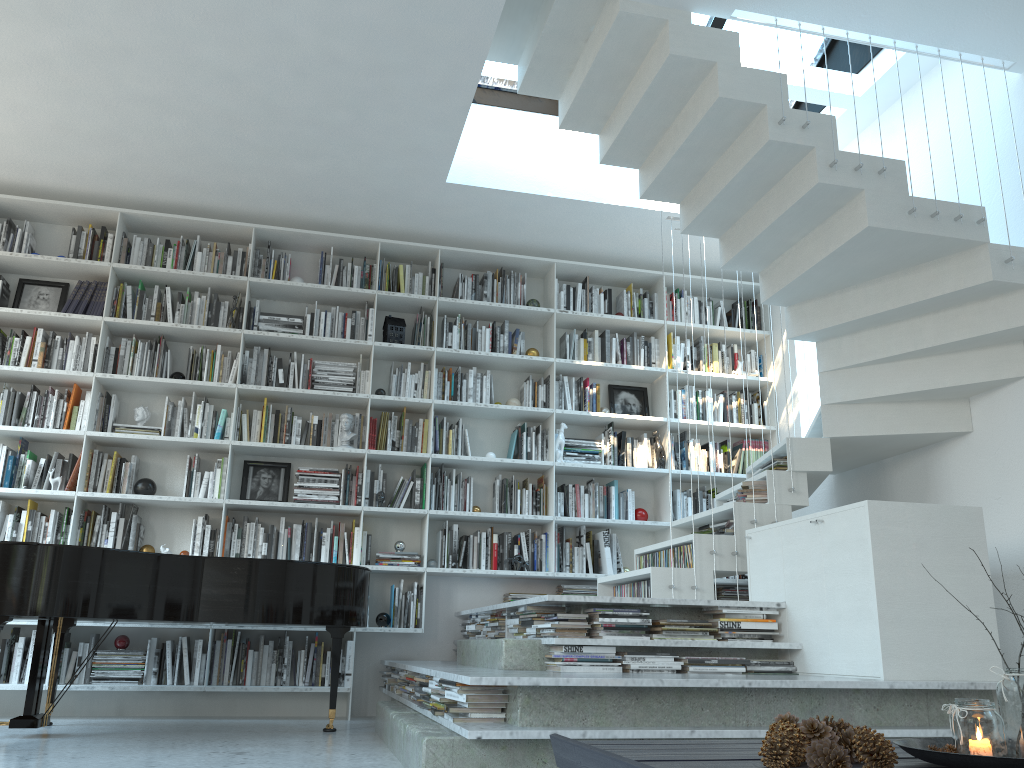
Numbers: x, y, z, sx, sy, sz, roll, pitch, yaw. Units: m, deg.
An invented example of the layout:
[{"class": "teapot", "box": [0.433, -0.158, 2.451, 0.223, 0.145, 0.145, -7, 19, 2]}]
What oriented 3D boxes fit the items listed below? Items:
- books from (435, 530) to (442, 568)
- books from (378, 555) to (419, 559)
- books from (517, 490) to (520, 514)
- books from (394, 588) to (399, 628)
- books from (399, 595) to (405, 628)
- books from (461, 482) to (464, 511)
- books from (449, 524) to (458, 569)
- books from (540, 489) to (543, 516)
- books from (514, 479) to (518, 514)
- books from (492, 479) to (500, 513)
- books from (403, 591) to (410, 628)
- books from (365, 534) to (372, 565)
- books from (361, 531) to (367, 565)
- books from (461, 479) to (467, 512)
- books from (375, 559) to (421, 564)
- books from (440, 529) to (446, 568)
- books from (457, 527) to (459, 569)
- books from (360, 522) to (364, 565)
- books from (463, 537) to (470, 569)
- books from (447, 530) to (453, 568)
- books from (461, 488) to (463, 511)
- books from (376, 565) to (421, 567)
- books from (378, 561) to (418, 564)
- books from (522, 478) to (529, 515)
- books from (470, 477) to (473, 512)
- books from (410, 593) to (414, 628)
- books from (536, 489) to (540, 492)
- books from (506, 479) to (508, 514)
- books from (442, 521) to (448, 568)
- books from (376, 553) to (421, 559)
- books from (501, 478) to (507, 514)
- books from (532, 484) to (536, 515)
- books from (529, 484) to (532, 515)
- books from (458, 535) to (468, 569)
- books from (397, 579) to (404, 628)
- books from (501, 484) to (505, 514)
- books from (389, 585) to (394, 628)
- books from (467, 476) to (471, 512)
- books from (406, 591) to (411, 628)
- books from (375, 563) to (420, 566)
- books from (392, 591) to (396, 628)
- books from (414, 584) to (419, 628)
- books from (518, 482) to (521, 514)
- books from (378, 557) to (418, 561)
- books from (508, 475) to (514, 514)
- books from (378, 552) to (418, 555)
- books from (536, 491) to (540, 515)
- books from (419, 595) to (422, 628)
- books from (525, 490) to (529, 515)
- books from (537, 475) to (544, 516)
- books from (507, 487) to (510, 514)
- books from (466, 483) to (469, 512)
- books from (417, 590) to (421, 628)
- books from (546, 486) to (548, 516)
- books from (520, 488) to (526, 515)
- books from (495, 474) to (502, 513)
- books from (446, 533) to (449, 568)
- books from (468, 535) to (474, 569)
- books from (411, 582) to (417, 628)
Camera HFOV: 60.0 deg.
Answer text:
[{"class": "books", "box": [-0.486, 1.104, 5.854, 0.012, 0.253, 0.161, 5, -16, -12]}, {"class": "books", "box": [-0.734, 1.122, 5.720, 0.254, 0.012, 0.161, 5, -17, -13]}, {"class": "books", "box": [0.026, 0.824, 6.039, 0.018, 0.181, 0.182, 5, -17, -12]}, {"class": "books", "box": [-0.738, 1.415, 5.596, 0.014, 0.245, 0.177, 5, -17, -12]}, {"class": "books", "box": [-0.698, 1.444, 5.617, 0.013, 0.202, 0.139, 5, -17, -12]}, {"class": "books", "box": [-0.342, 0.782, 5.988, 0.008, 0.222, 0.134, 5, -16, -12]}, {"class": "books", "box": [-0.392, 1.087, 5.861, 0.030, 0.293, 0.189, 5, -16, -12]}, {"class": "books", "box": [0.185, 0.831, 6.090, 0.013, 0.203, 0.159, 5, -17, -12]}, {"class": "books", "box": [0.008, 0.790, 6.045, 0.018, 0.250, 0.184, 5, -17, -12]}, {"class": "books", "box": [-0.110, 0.786, 6.040, 0.019, 0.251, 0.130, 5, -16, -12]}, {"class": "books", "box": [-0.673, 1.428, 5.601, 0.026, 0.224, 0.175, 5, -17, -12]}, {"class": "books", "box": [-0.938, 1.090, 5.757, 0.030, 0.209, 0.137, 5, -16, -12]}, {"class": "books", "box": [-0.965, 1.078, 5.751, 0.027, 0.228, 0.141, 5, -16, -12]}, {"class": "books", "box": [-0.329, 0.773, 5.984, 0.015, 0.237, 0.177, 5, -17, -12]}, {"class": "books", "box": [-0.736, 1.148, 5.720, 0.285, 0.012, 0.160, 4, -17, -10]}, {"class": "books", "box": [-0.464, 1.096, 5.840, 0.023, 0.261, 0.187, 5, -17, -12]}, {"class": "books", "box": [-0.375, 1.099, 5.872, 0.010, 0.276, 0.174, 5, -16, -12]}, {"class": "books", "box": [-0.984, 1.049, 5.755, 0.012, 0.284, 0.160, 5, -16, -12]}, {"class": "books", "box": [-0.303, 1.136, 5.887, 0.011, 0.216, 0.176, 5, -17, -12]}, {"class": "books", "box": [-0.418, 1.103, 5.851, 0.023, 0.255, 0.178, 5, -17, -12]}, {"class": "books", "box": [-0.352, 0.802, 5.979, 0.013, 0.178, 0.141, 5, -17, -12]}, {"class": "books", "box": [-0.736, 1.182, 5.710, 0.285, 0.012, 0.160, 4, -17, -10]}, {"class": "books", "box": [-0.736, 1.160, 5.718, 0.254, 0.012, 0.161, 3, -17, -7]}, {"class": "books", "box": [0.093, 0.788, 6.075, 0.006, 0.273, 0.173, 5, -16, -12]}, {"class": "books", "box": [-0.288, 0.771, 5.997, 0.013, 0.250, 0.173, 5, -17, -12]}, {"class": "books", "box": [-0.644, 1.437, 5.605, 0.011, 0.211, 0.179, 5, -17, -12]}, {"class": "books", "box": [0.168, 0.832, 6.096, 0.016, 0.204, 0.142, 5, -17, -12]}, {"class": "books", "box": [-0.052, 0.787, 6.052, 0.008, 0.258, 0.159, 5, -16, -12]}, {"class": "books", "box": [-0.448, 1.072, 5.852, 0.010, 0.315, 0.187, 5, -16, -12]}, {"class": "books", "box": [-0.735, 1.113, 5.732, 0.285, 0.012, 0.160, 4, -17, -9]}, {"class": "books", "box": [-0.063, 0.784, 6.050, 0.015, 0.261, 0.150, 5, -16, -12]}, {"class": "books", "box": [0.135, 0.816, 6.091, 0.021, 0.231, 0.155, 5, -17, -12]}, {"class": "books", "box": [0.104, 0.811, 6.071, 0.018, 0.229, 0.182, 5, -17, -12]}, {"class": "books", "box": [-0.340, 1.126, 5.880, 0.065, 0.230, 0.162, 5, -17, -13]}, {"class": "books", "box": [-0.719, 1.396, 5.627, 0.032, 0.299, 0.149, 5, -16, -12]}, {"class": "books", "box": [-0.075, 0.802, 6.028, 0.016, 0.215, 0.178, 5, -17, -12]}, {"class": "books", "box": [-0.762, 1.407, 5.602, 0.005, 0.263, 0.163, 5, -16, -12]}, {"class": "books", "box": [-0.301, 0.765, 5.995, 0.014, 0.260, 0.142, 5, -16, -12]}, {"class": "books", "box": [-0.659, 1.434, 5.621, 0.012, 0.225, 0.149, 5, -16, -12]}, {"class": "books", "box": [-0.737, 1.172, 5.718, 0.285, 0.012, 0.160, 3, -17, -8]}, {"class": "books", "box": [-0.755, 1.427, 5.607, 0.012, 0.228, 0.130, 5, -16, -12]}, {"class": "books", "box": [-0.616, 1.419, 5.648, 0.015, 0.270, 0.158, 5, -16, -12]}, {"class": "books", "box": [0.037, 0.804, 6.079, 0.030, 0.243, 0.136, 5, -16, -12]}, {"class": "books", "box": [-0.736, 1.137, 5.727, 0.254, 0.012, 0.161, 3, -17, -8]}, {"class": "books", "box": [-0.010, 0.780, 6.071, 0.007, 0.284, 0.160, 5, -16, -12]}, {"class": "books", "box": [-0.734, 1.100, 5.729, 0.254, 0.012, 0.161, 2, -17, -4]}, {"class": "books", "box": [0.159, 0.835, 6.063, 0.016, 0.180, 0.190, 5, -17, -12]}, {"class": "books", "box": [-0.591, 1.452, 5.643, 0.012, 0.205, 0.161, 5, -17, -12]}, {"class": "books", "box": [0.081, 0.830, 6.057, 0.019, 0.182, 0.191, 5, -17, -12]}, {"class": "books", "box": [0.197, 0.786, 6.098, 0.007, 0.294, 0.162, 5, -16, -12]}, {"class": "books", "box": [-0.037, 0.818, 6.068, 0.031, 0.208, 0.122, 5, -16, -12]}, {"class": "books", "box": [-0.314, 0.788, 5.980, 0.014, 0.207, 0.181, 5, -17, -12]}, {"class": "books", "box": [-0.600, 1.435, 5.632, 0.013, 0.232, 0.149, 5, -16, -12]}, {"class": "books", "box": [0.223, 0.829, 6.116, 0.009, 0.223, 0.146, 5, -16, -12]}, {"class": "books", "box": [0.063, 0.824, 6.059, 0.015, 0.194, 0.176, 5, -17, -12]}, {"class": "books", "box": [-0.096, 0.772, 6.060, 0.016, 0.289, 0.132, 5, -16, -12]}, {"class": "books", "box": [-0.442, 1.116, 5.868, 0.015, 0.240, 0.153, 5, -16, -12]}, {"class": "books", "box": [-0.285, 1.132, 5.903, 0.029, 0.234, 0.143, 5, -16, -12]}, {"class": "books", "box": [-0.629, 1.405, 5.626, 0.021, 0.284, 0.173, 5, -16, -12]}]
